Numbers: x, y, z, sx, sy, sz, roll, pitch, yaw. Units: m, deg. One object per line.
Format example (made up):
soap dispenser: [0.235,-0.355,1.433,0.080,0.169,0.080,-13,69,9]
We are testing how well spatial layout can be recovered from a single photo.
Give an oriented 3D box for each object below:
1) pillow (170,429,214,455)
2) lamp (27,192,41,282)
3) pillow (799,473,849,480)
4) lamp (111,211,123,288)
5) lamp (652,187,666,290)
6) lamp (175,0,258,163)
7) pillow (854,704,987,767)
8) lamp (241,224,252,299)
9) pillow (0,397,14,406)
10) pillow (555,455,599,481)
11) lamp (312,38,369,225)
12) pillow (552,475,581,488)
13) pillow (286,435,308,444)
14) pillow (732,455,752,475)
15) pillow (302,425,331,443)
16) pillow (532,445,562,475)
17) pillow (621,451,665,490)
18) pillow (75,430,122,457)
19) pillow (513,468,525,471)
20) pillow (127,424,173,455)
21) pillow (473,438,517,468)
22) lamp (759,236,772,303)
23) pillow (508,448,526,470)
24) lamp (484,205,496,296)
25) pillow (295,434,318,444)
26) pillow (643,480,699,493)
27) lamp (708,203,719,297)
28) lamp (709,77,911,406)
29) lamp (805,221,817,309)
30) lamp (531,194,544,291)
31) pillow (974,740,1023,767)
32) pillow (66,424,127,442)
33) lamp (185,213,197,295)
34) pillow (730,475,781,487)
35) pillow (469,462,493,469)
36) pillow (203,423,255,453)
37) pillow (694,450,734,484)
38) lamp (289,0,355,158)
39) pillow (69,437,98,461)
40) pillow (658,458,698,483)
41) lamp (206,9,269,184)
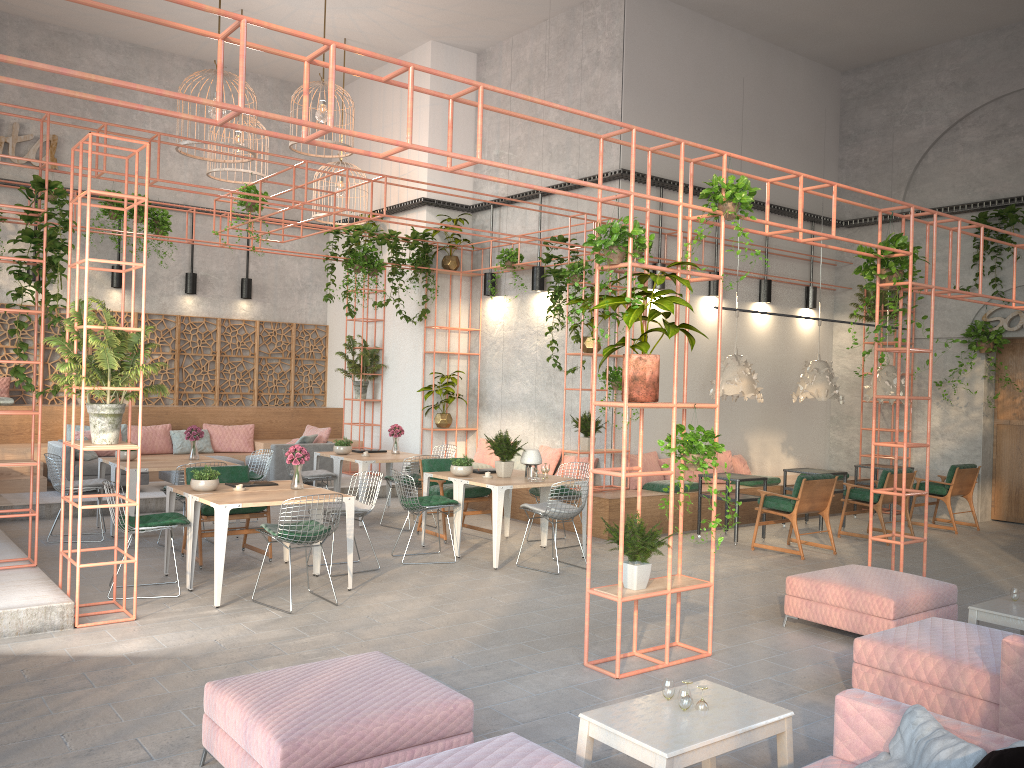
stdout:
pillow: [-5.191,0.936,14.370,0.666,0.385,0.289,2,0,-42]
lamp: [-7.420,-2.315,13.785,0.185,1.436,0.185,2,0,3]
pillow: [4.923,1.448,13.975,0.637,0.149,0.491,2,0,-37]
lamp: [-6.449,-2.288,14.532,0.185,1.436,0.185,2,0,3]
lamp: [2.064,-2.035,12.370,0.179,1.425,0.185,2,0,-38]
lamp: [-3.327,-4.370,10.135,0.883,3.476,0.883,2,0,15]
pillow: [1.419,1.350,3.110,0.307,0.324,0.500,2,0,-2]
lamp: [-4.731,-2.240,15.853,0.179,1.436,0.185,2,0,-38]
pillow: [-7.741,0.259,13.089,0.637,0.149,0.491,2,0,-37]
pillow: [0.879,1.193,12.315,0.289,0.385,0.666,2,0,-42]
lamp: [-2.714,-4.362,14.244,0.883,3.476,0.883,2,0,15]
pillow: [0.597,1.324,12.017,0.491,0.149,0.637,2,0,-37]
pillow: [-3.435,0.959,13.965,0.479,0.317,0.441,2,0,34]
pillow: [3.346,1.263,13.265,0.666,0.385,0.289,2,0,-42]
pillow: [-3.149,0.902,14.033,0.273,0.476,0.836,2,0,-37]
pillow: [0.471,1.131,12.812,0.276,0.474,0.839,2,0,-17]
pillow: [1.809,1.174,12.109,0.276,0.474,0.839,2,0,43]
pillow: [-5.887,0.854,12.644,0.666,0.385,0.289,2,0,-37]
pillow: [-0.022,1.303,12.824,0.491,0.149,0.637,2,0,-37]
pillow: [-5.735,0.874,13.978,0.276,0.474,0.839,2,0,43]
pillow: [-0.275,1.106,13.854,0.839,0.474,0.276,2,0,43]
lamp: [3.970,-1.982,13.836,0.179,1.425,0.185,2,0,-38]
pillow: [0.098,1.167,13.332,0.289,0.385,0.666,2,0,-42]
lamp: [-0.334,-2.111,14.012,0.185,1.425,0.179,2,0,-38]
pillow: [-3.203,0.947,13.573,0.308,0.349,0.495,2,0,12]
pillow: [2.146,1.370,11.840,0.637,0.149,0.491,2,0,-37]
lamp: [3.022,-2.009,13.106,0.179,1.425,0.185,2,0,-38]
lamp: [4.252,-1.752,12.137,4.456,4.052,0.704,2,0,-38]
lamp: [4.928,-1.956,14.572,0.179,1.425,0.185,2,0,-38]
lamp: [0.402,-2.087,13.054,0.185,1.425,0.179,2,0,-38]
pillow: [1.416,1.301,2.728,0.666,0.385,0.289,2,0,-37]
pillow: [-5.967,0.819,12.771,0.839,0.474,0.276,2,0,-37]
lamp: [-5.507,-2.262,15.256,0.185,1.436,0.185,2,0,3]
pillow: [3.518,1.408,12.895,0.637,0.149,0.491,2,0,-37]
pillow: [-0.661,1.282,13.655,0.491,0.149,0.637,2,0,-37]
pillow: [-4.720,0.903,14.758,0.839,0.474,0.276,2,0,-17]
pillow: [2.851,1.204,12.855,0.839,0.474,0.276,2,0,-17]
lamp: [-2.597,-4.990,12.332,0.883,3.476,0.883,2,0,15]
pillow: [-5.893,0.904,12.262,0.307,0.324,0.499,2,0,-2]
pillow: [2.330,1.235,12.484,0.666,0.385,0.289,2,0,-42]
lamp: [-4.046,-4.817,13.237,0.883,3.476,0.883,2,0,15]
